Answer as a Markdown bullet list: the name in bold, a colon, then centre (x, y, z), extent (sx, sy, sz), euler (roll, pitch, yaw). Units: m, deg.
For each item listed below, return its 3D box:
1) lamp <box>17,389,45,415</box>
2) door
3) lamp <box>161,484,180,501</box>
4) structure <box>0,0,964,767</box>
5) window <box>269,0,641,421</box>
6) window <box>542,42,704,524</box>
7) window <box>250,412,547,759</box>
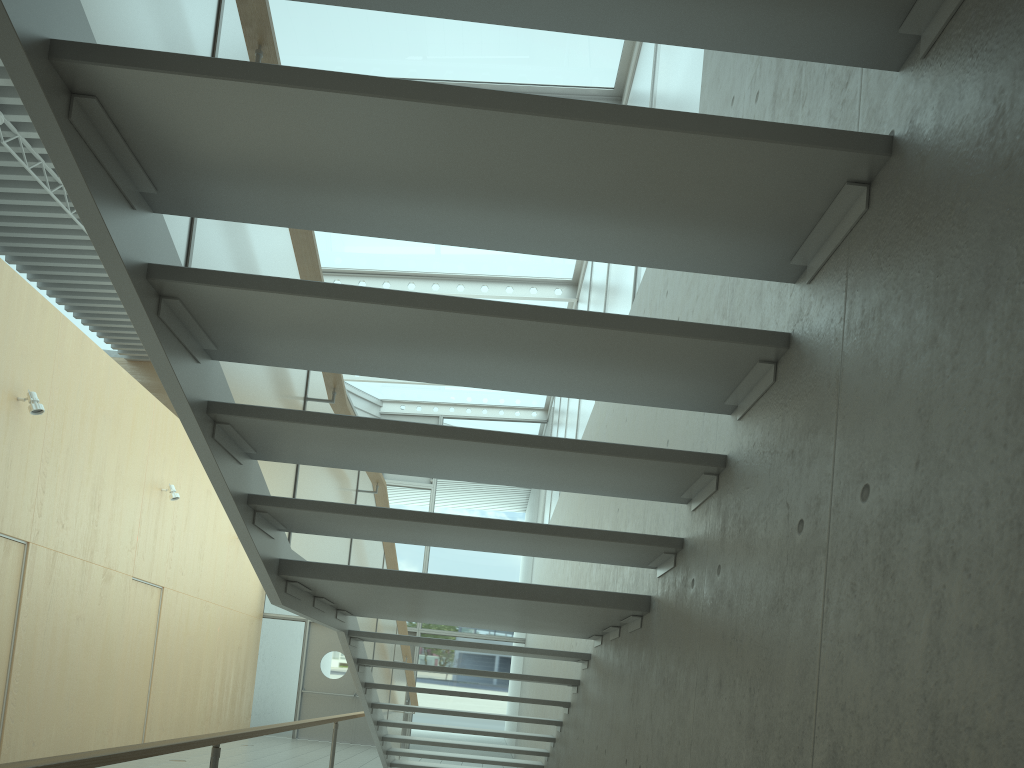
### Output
- **lamp**: centre (-3.963, 0.147, 6.985), extent (0.236, 0.191, 0.144), euler (11, -11, -20)
- **door**: centre (-2.762, 5.368, 15.140), extent (1.923, 2.052, 0.179), euler (6, -4, -1)
- **lamp**: centre (-4.065, 1.284, 10.103), extent (0.236, 0.191, 0.144), euler (11, -11, -20)
- **structure**: centre (-0.164, 0.654, 3.827), extent (1.887, 4.049, 13.279), euler (6, -19, 0)
- **window**: centre (-1.593, 1.226, 9.738), extent (4.786, 6.031, 16.664), euler (6, -18, 0)
- **window**: centre (0.720, -0.056, 9.902), extent (0.030, 2.639, 16.482), euler (6, -20, 0)
- **window**: centre (-1.993, 3.465, 15.304), extent (4.862, 6.122, 0.112), euler (6, -4, -1)
